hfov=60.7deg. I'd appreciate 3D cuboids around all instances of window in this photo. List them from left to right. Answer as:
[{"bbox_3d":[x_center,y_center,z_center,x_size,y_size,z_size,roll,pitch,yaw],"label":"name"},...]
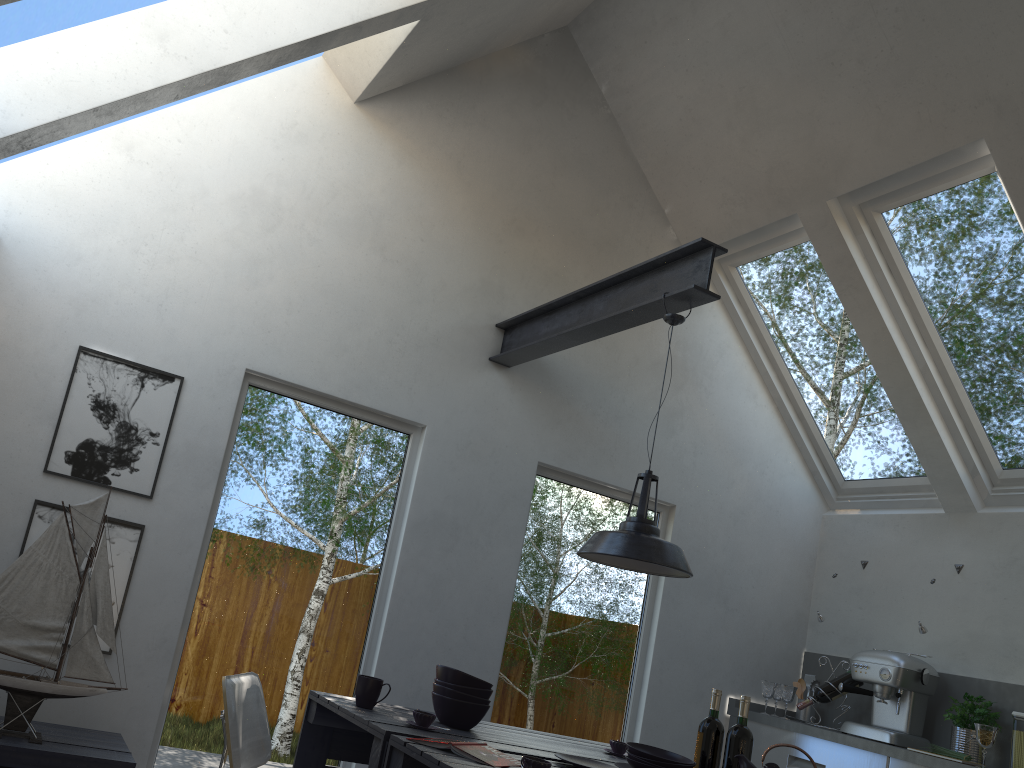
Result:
[{"bbox_3d":[-1.099,1.094,4.255,0.952,2.087,0.062,17,-11,-23],"label":"window"},{"bbox_3d":[0.315,1.595,4.881,0.952,2.087,0.062,17,-11,-23],"label":"window"},{"bbox_3d":[1.861,-0.067,5.180,1.436,1.368,0.878,18,-13,-24],"label":"window"},{"bbox_3d":[2.366,-0.224,4.279,1.429,1.362,0.878,18,-13,-24],"label":"window"}]

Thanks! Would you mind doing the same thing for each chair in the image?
[{"bbox_3d":[-0.721,1.505,3.064,0.782,0.803,0.702,11,-13,5],"label":"chair"}]

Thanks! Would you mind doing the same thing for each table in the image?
[{"bbox_3d":[-1.953,1.502,3.275,0.896,0.406,0.554,19,-15,-24],"label":"table"},{"bbox_3d":[0.179,1.675,2.917,1.457,0.780,1.694,19,-16,-25],"label":"table"}]

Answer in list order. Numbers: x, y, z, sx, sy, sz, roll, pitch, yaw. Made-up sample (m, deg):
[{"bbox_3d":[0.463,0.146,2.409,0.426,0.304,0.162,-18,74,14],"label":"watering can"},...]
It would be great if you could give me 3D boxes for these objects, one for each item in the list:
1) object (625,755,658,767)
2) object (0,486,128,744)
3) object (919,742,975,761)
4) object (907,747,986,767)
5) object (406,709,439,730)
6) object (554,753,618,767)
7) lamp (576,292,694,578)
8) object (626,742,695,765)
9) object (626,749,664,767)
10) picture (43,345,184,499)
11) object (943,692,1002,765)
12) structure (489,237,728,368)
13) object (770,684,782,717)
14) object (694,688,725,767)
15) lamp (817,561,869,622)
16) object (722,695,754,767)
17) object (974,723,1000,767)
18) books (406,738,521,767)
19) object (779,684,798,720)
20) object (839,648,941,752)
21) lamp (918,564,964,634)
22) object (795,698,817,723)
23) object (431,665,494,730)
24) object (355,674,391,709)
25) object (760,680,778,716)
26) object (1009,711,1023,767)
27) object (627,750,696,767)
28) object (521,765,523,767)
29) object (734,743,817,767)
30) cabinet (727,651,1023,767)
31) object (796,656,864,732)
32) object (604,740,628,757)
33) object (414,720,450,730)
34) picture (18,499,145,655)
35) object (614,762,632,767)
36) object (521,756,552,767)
[{"bbox_3d":[0.498,1.319,2.978,0.236,0.046,0.228,8,-16,15],"label":"object"},{"bbox_3d":[-1.788,0.831,3.321,0.764,0.971,0.148,17,-12,-23],"label":"object"},{"bbox_3d":[2.042,1.745,4.156,0.140,0.052,0.287,15,-16,-11],"label":"object"},{"bbox_3d":[2.050,1.765,4.134,0.175,0.012,0.278,21,-18,-27],"label":"object"},{"bbox_3d":[-0.303,1.149,2.991,0.111,0.055,0.123,24,-19,-36],"label":"object"},{"bbox_3d":[0.256,1.260,2.886,0.228,0.019,0.247,19,-17,-20],"label":"object"},{"bbox_3d":[0.559,0.167,3.388,0.416,1.075,0.455,17,-12,-25],"label":"lamp"},{"bbox_3d":[0.503,1.283,2.990,0.221,0.057,0.242,20,-17,-24],"label":"object"},{"bbox_3d":[0.502,1.305,2.978,0.223,0.061,0.240,18,-17,-20],"label":"object"},{"bbox_3d":[-1.774,0.176,3.918,0.457,0.572,0.027,17,-12,-23],"label":"picture"},{"bbox_3d":[2.259,1.698,4.319,0.256,0.335,0.247,8,-13,17],"label":"object"},{"bbox_3d":[0.110,-0.254,4.489,0.131,0.204,2.668,18,-17,-26],"label":"structure"},{"bbox_3d":[1.565,1.868,5.171,0.104,0.188,0.095,4,-14,35],"label":"object"},{"bbox_3d":[0.724,1.287,3.190,0.093,0.338,0.091,9,-11,13],"label":"object"},{"bbox_3d":[1.954,1.224,5.188,0.321,0.428,0.063,17,-12,-23],"label":"lamp"},{"bbox_3d":[0.799,1.270,3.075,0.093,0.338,0.091,10,-11,8],"label":"object"},{"bbox_3d":[2.124,1.631,3.930,0.102,0.188,0.096,7,-12,23],"label":"object"},{"bbox_3d":[-0.135,1.103,2.653,0.321,0.029,0.216,3,-19,32],"label":"books"},{"bbox_3d":[1.579,1.829,5.027,0.098,0.188,0.101,12,-11,-3],"label":"object"},{"bbox_3d":[1.989,1.651,4.642,0.414,0.490,0.378,18,-14,-25],"label":"object"},{"bbox_3d":[2.274,1.133,4.634,0.326,0.427,0.062,20,-13,-34],"label":"lamp"},{"bbox_3d":[1.752,1.953,5.214,0.110,0.129,0.106,8,-13,16],"label":"object"},{"bbox_3d":[-0.194,1.186,3.300,0.207,0.210,0.204,18,-14,-24],"label":"object"},{"bbox_3d":[-0.527,1.143,3.237,0.097,0.107,0.137,21,-16,-33],"label":"object"},{"bbox_3d":[1.480,1.820,5.073,0.094,0.188,0.104,19,-13,-31],"label":"object"},{"bbox_3d":[2.496,1.694,4.030,0.102,0.288,0.361,17,-14,-26],"label":"object"},{"bbox_3d":[0.506,1.294,2.984,0.222,0.061,0.241,18,-17,-20],"label":"object"},{"bbox_3d":[0.029,1.084,2.455,0.028,0.013,0.135,13,-16,-1],"label":"object"},{"bbox_3d":[0.860,1.268,2.800,0.211,0.228,0.223,18,-14,-23],"label":"object"},{"bbox_3d":[2.205,2.081,3.963,0.549,1.446,3.015,17,-15,-26],"label":"cabinet"},{"bbox_3d":[1.782,1.750,4.967,0.335,0.386,0.236,11,-12,4],"label":"object"},{"bbox_3d":[0.433,1.475,3.541,0.111,0.055,0.123,24,-19,-36],"label":"object"},{"bbox_3d":[-0.276,1.179,3.012,0.135,0.013,0.028,9,-15,13],"label":"object"},{"bbox_3d":[-1.904,0.841,3.796,0.457,0.572,0.027,17,-12,-23],"label":"picture"},{"bbox_3d":[0.496,1.340,2.974,0.300,0.023,0.299,11,-16,6],"label":"object"},{"bbox_3d":[0.066,1.068,2.428,0.113,0.055,0.122,17,-16,-17],"label":"object"}]
